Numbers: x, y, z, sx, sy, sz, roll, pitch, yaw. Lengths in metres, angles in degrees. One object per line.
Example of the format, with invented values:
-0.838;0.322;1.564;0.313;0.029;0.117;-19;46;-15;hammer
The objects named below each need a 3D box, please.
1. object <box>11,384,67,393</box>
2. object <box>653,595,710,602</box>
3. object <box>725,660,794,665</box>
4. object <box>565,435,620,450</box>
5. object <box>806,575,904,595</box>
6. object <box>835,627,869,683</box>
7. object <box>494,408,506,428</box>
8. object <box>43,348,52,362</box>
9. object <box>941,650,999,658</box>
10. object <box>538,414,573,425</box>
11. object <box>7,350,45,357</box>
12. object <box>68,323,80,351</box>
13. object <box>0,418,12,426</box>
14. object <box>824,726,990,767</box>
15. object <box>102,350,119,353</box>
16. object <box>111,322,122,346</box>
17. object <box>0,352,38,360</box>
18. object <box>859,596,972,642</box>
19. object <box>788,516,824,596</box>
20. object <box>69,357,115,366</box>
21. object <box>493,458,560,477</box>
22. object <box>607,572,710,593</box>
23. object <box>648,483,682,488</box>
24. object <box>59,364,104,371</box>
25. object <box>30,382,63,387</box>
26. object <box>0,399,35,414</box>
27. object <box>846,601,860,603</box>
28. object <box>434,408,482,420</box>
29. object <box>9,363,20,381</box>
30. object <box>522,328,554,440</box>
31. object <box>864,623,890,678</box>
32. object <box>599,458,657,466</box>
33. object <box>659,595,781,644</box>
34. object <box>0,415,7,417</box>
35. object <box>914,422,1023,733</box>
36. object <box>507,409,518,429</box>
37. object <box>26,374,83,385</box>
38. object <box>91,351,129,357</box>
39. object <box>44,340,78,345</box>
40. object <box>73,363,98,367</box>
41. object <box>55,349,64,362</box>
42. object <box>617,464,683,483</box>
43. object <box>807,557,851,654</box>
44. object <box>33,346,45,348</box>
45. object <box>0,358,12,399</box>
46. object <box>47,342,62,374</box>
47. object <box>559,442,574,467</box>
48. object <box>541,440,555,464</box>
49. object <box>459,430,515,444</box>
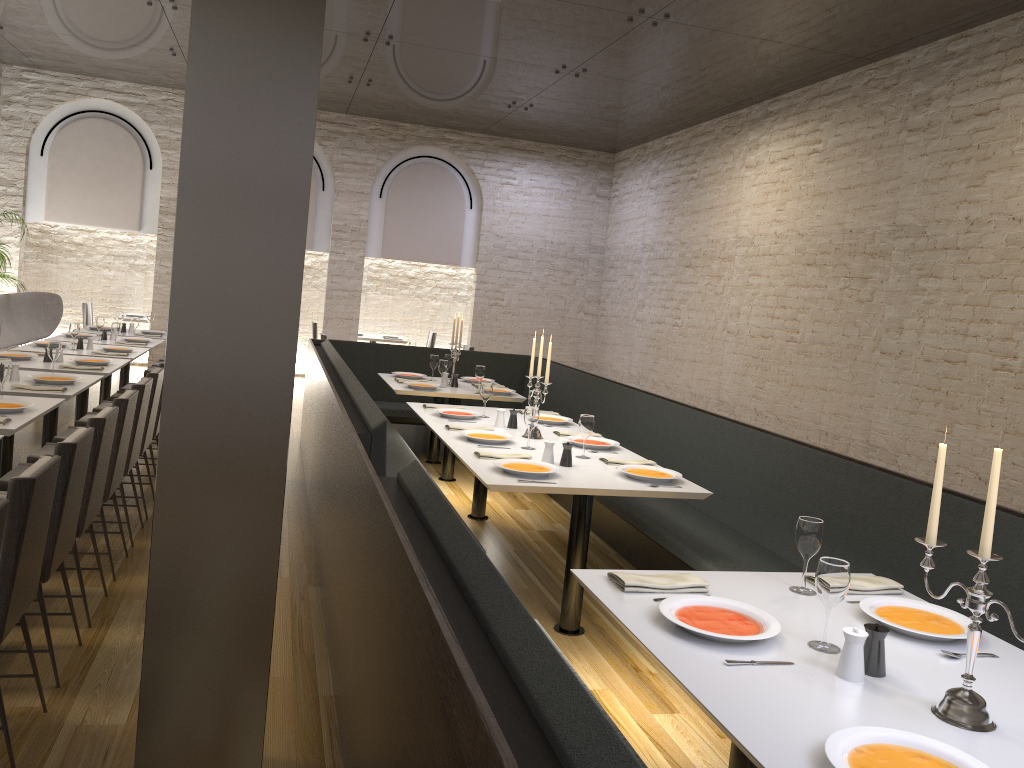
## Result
-2.801;0.026;5.254;0.272;0.033;0.143;4;6;-15;object
0.493;0.620;2.568;0.181;0.015;0.038;4;6;-14;object
0.602;0.675;2.152;0.185;0.010;0.017;4;5;-15;object
0.468;0.348;5.176;0.321;0.036;0.322;6;6;4;object
1.105;0.643;2.868;0.272;0.033;0.143;4;6;-15;object
0.818;0.646;2.127;0.068;0.126;0.069;4;4;-21;object
-0.073;0.214;5.560;0.068;0.126;0.069;4;4;-21;object
-3.450;-0.219;6.587;0.059;0.109;0.059;4;4;-24;object
1.212;0.714;2.341;0.181;0.015;0.038;4;6;-14;object
0.252;0.244;5.996;0.321;0.036;0.323;4;6;-20;object
-3.776;-0.238;6.926;0.272;0.033;0.143;4;6;-15;object
-3.730;-0.403;7.548;0.086;0.230;0.086;7;4;15;object
-2.506;0.167;4.135;0.272;0.033;0.143;4;6;-15;object
0.746;0.730;1.642;0.321;0.036;0.323;1;7;-39;object
-3.431;-0.274;7.630;0.181;0.015;0.038;4;6;-14;object
-3.600;-0.441;8.052;0.086;0.230;0.086;7;4;15;object
-3.706;-0.205;6.591;0.321;0.036;0.323;1;7;-37;object
1.164;0.681;2.538;0.321;0.036;0.322;6;6;4;object
0.920;0.535;2.766;0.086;0.230;0.087;5;4;-3;object
-3.188;-0.168;6.729;0.321;0.036;0.323;1;7;-37;object
0.068;0.405;4.216;0.321;0.036;0.323;4;6;-17;object
0.442;0.596;2.688;0.272;0.033;0.143;4;6;-15;object
0.723;0.480;4.193;0.181;0.015;0.038;4;6;-14;object
-3.099;-0.117;6.383;0.272;0.033;0.143;4;6;-15;object
-2.849;0.005;5.423;0.181;0.015;0.038;4;6;-14;object
-2.595;0.116;4.481;0.321;0.036;0.323;2;7;-33;object
1.111;0.668;2.723;0.185;0.010;0.017;4;5;-15;object
-0.359;0.201;5.833;0.321;0.036;0.323;4;6;-20;object
-3.096;-0.077;5.521;0.059;0.109;0.059;4;4;-24;object
0.154;-0.006;5.261;0.131;0.655;0.391;5;4;-5;object
0.887;0.649;2.171;0.068;0.126;0.069;4;4;-21;object
0.615;0.415;4.720;0.272;0.033;0.143;4;6;-15;object
0.553;0.638;2.375;0.321;0.036;0.322;6;6;4;object
-2.554;0.146;4.304;0.181;0.015;0.038;4;6;-14;object
1.030;0.413;1.941;0.131;0.655;0.391;5;4;-5;object
0.007;0.220;5.578;0.068;0.126;0.069;4;4;-21;object
-2.890;-0.025;5.601;0.321;0.036;0.323;1;7;-37;object
-3.383;-0.253;7.461;0.272;0.033;0.143;4;6;-15;object
-4.060;-0.374;8.004;0.272;0.033;0.143;4;6;-15;object
-3.147;-0.138;6.552;0.181;0.015;0.038;4;6;-14;object
-3.394;-0.219;6.650;0.059;0.109;0.059;4;4;-24;object
0.678;0.449;4.379;0.321;0.036;0.323;1;7;-39;object
0.824;0.572;2.300;0.086;0.230;0.087;5;4;-3;object
-3.948;-0.309;7.491;0.185;0.010;0.017;4;5;-15;object
-2.725;-0.021;4.734;0.086;0.230;0.086;5;4;-9;object
-3.014;-0.160;5.829;0.087;0.230;0.086;7;4;27;object
0.278;0.357;4.481;0.069;0.126;0.069;7;4;16;object
0.187;0.345;4.508;0.069;0.126;0.069;6;4;8;object
-0.143;0.304;5.013;0.321;0.036;0.322;6;6;4;object
